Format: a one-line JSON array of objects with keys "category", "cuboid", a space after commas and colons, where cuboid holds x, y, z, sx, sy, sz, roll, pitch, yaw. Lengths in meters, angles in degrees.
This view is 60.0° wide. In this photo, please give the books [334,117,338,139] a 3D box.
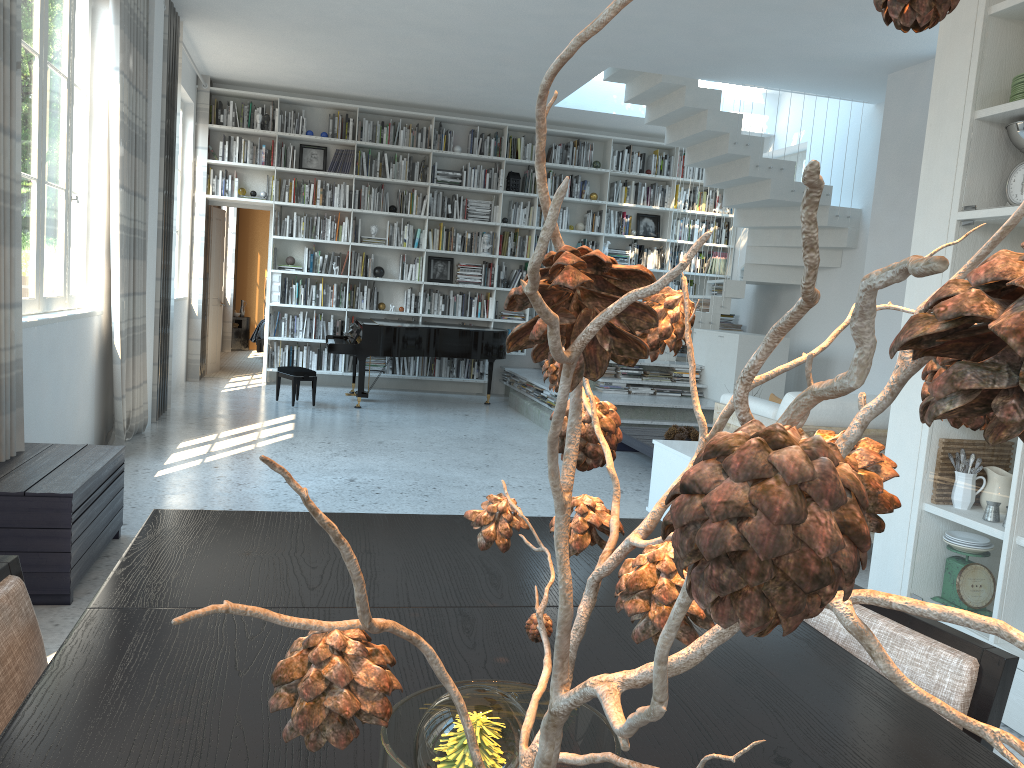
[{"category": "books", "cuboid": [-1.958, -2.824, 9.849, 0.028, 0.249, 0.155, 3, 6, -13]}]

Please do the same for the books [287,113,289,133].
[{"category": "books", "cuboid": [-2.458, -2.840, 9.736, 0.013, 0.225, 0.176, 3, 6, -13]}]

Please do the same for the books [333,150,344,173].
[{"category": "books", "cuboid": [-1.942, -2.472, 9.919, 0.110, 0.280, 0.174, 3, 6, -13]}]

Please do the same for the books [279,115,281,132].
[{"category": "books", "cuboid": [-2.542, -2.834, 9.723, 0.017, 0.204, 0.142, 3, 6, -13]}]

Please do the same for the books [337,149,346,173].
[{"category": "books", "cuboid": [-1.909, -2.471, 9.906, 0.097, 0.283, 0.174, 3, 6, -13]}]

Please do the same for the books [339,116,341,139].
[{"category": "books", "cuboid": [-1.913, -2.829, 9.858, 0.010, 0.264, 0.156, 3, 7, -13]}]

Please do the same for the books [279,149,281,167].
[{"category": "books", "cuboid": [-2.556, -2.469, 9.768, 0.015, 0.207, 0.172, 3, 6, -13]}]

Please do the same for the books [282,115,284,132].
[{"category": "books", "cuboid": [-2.512, -2.836, 9.735, 0.032, 0.210, 0.158, 3, 6, -13]}]

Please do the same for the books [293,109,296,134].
[{"category": "books", "cuboid": [-2.388, -2.861, 9.733, 0.015, 0.280, 0.190, 3, 6, -13]}]

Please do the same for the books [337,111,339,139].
[{"category": "books", "cuboid": [-1.941, -2.861, 9.875, 0.014, 0.321, 0.136, 3, 7, -13]}]

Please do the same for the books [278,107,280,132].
[{"category": "books", "cuboid": [-2.552, -2.876, 9.724, 0.007, 0.285, 0.159, 3, 7, -13]}]

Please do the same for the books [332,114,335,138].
[{"category": "books", "cuboid": [-1.983, -2.841, 9.842, 0.024, 0.280, 0.187, 3, 6, -13]}]

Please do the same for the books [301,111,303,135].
[{"category": "books", "cuboid": [-2.312, -2.871, 9.778, 0.007, 0.302, 0.145, 3, 7, -13]}]

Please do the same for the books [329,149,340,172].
[{"category": "books", "cuboid": [-1.987, -2.474, 9.909, 0.110, 0.280, 0.174, 3, 6, -13]}]

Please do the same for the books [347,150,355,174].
[{"category": "books", "cuboid": [-1.811, -2.469, 9.935, 0.078, 0.286, 0.174, 3, 6, -13]}]

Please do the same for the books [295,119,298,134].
[{"category": "books", "cuboid": [-2.376, -2.814, 9.761, 0.026, 0.183, 0.161, 3, 6, -13]}]

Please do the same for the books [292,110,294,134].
[{"category": "books", "cuboid": [-2.403, -2.860, 9.745, 0.007, 0.272, 0.154, 3, 7, -13]}]

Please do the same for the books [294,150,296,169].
[{"category": "books", "cuboid": [-2.398, -2.464, 9.786, 0.012, 0.214, 0.185, 3, 6, -13]}]

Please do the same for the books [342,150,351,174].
[{"category": "books", "cuboid": [-1.860, -2.474, 9.942, 0.078, 0.286, 0.174, 3, 6, -13]}]

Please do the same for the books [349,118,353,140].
[{"category": "books", "cuboid": [-1.800, -2.818, 9.890, 0.031, 0.255, 0.178, 3, 6, -13]}]

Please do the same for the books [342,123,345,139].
[{"category": "books", "cuboid": [-1.876, -2.791, 9.877, 0.027, 0.190, 0.177, 3, 6, -13]}]

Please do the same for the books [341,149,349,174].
[{"category": "books", "cuboid": [-1.881, -2.474, 9.933, 0.078, 0.286, 0.174, 3, 6, -13]}]

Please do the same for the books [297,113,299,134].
[{"category": "books", "cuboid": [-2.356, -2.849, 9.767, 0.013, 0.253, 0.129, 3, 7, -13]}]

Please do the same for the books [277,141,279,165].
[{"category": "books", "cuboid": [-2.574, -2.513, 9.744, 0.005, 0.293, 0.183, 3, 6, -13]}]

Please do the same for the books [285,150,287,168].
[{"category": "books", "cuboid": [-2.496, -2.473, 9.800, 0.012, 0.215, 0.132, 3, 6, -13]}]

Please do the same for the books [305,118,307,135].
[{"category": "books", "cuboid": [-2.280, -2.824, 9.796, 0.013, 0.210, 0.136, 3, 6, -13]}]

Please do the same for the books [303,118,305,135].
[{"category": "books", "cuboid": [-2.291, -2.820, 9.784, 0.014, 0.202, 0.170, 3, 6, -13]}]

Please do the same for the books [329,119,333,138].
[{"category": "books", "cuboid": [-2.012, -2.812, 9.844, 0.028, 0.218, 0.153, 3, 6, -13]}]

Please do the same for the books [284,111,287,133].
[{"category": "books", "cuboid": [-2.487, -2.853, 9.730, 0.012, 0.249, 0.179, 3, 6, -13]}]

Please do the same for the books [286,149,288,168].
[{"category": "books", "cuboid": [-2.474, -2.470, 9.769, 0.018, 0.219, 0.186, 3, 6, -13]}]

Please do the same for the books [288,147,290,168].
[{"category": "books", "cuboid": [-2.464, -2.483, 9.780, 0.019, 0.244, 0.153, 3, 6, -13]}]

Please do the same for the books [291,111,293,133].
[{"category": "books", "cuboid": [-2.415, -2.855, 9.745, 0.016, 0.261, 0.154, 3, 7, -13]}]

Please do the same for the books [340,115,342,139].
[{"category": "books", "cuboid": [-1.902, -2.834, 9.860, 0.011, 0.275, 0.183, 3, 6, -13]}]

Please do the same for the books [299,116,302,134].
[{"category": "books", "cuboid": [-2.325, -2.826, 9.760, 0.021, 0.214, 0.173, 3, 6, -13]}]

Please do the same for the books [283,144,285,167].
[{"category": "books", "cuboid": [-2.512, -2.494, 9.765, 0.009, 0.260, 0.183, 3, 6, -13]}]

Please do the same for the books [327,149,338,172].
[{"category": "books", "cuboid": [-2.007, -2.475, 9.895, 0.110, 0.280, 0.174, 3, 6, -13]}]

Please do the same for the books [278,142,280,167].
[{"category": "books", "cuboid": [-2.562, -2.510, 9.757, 0.006, 0.287, 0.148, 3, 7, -13]}]

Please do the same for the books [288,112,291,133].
[{"category": "books", "cuboid": [-2.444, -2.848, 9.743, 0.016, 0.243, 0.156, 3, 6, -13]}]

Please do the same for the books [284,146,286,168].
[{"category": "books", "cuboid": [-2.494, -2.484, 9.757, 0.004, 0.246, 0.188, 3, 6, -13]}]

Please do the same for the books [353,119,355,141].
[{"category": "books", "cuboid": [-1.768, -2.817, 9.913, 0.039, 0.252, 0.146, 3, 7, -13]}]

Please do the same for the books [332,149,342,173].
[{"category": "books", "cuboid": [-1.961, -2.471, 9.896, 0.110, 0.280, 0.174, 3, 6, -13]}]

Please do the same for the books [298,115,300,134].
[{"category": "books", "cuboid": [-2.343, -2.830, 9.762, 0.013, 0.220, 0.181, 3, 6, -13]}]

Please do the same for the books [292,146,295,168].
[{"category": "books", "cuboid": [-2.410, -2.485, 9.789, 0.012, 0.255, 0.166, 3, 6, -13]}]

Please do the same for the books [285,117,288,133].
[{"category": "books", "cuboid": [-2.478, -2.827, 9.750, 0.017, 0.194, 0.129, 3, 6, -13]}]

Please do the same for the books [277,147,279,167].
[{"category": "books", "cuboid": [-2.577, -2.486, 9.781, 0.006, 0.233, 0.135, 3, 7, -13]}]

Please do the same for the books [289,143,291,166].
[{"category": "books", "cuboid": [-2.451, -2.501, 9.779, 0.005, 0.281, 0.190, 3, 6, -13]}]

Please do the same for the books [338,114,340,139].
[{"category": "books", "cuboid": [-1.926, -2.840, 9.866, 0.013, 0.284, 0.166, 3, 7, -13]}]

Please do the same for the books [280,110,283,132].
[{"category": "books", "cuboid": [-2.529, -2.861, 9.728, 0.007, 0.259, 0.156, 3, 6, -13]}]

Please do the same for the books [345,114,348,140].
[{"category": "books", "cuboid": [-1.845, -2.841, 9.866, 0.025, 0.297, 0.163, 3, 7, -13]}]

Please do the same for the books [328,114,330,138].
[{"category": "books", "cuboid": [-2.032, -2.844, 9.848, 0.013, 0.278, 0.150, 3, 7, -13]}]

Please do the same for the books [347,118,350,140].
[{"category": "books", "cuboid": [-1.828, -2.824, 9.896, 0.022, 0.261, 0.152, 3, 7, -13]}]

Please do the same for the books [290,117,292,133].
[{"category": "books", "cuboid": [-2.434, -2.823, 9.758, 0.014, 0.192, 0.146, 3, 6, -13]}]

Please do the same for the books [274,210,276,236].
[{"category": "books", "cuboid": [-2.633, -1.782, 9.850, 0.012, 0.285, 0.159, 3, 7, -13]}]

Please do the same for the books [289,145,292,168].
[{"category": "books", "cuboid": [-2.436, -2.488, 9.775, 0.023, 0.258, 0.183, 3, 6, -13]}]

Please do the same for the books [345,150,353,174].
[{"category": "books", "cuboid": [-1.836, -2.472, 9.943, 0.078, 0.286, 0.174, 3, 6, -13]}]

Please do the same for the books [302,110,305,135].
[{"category": "books", "cuboid": [-2.305, -2.868, 9.792, 0.015, 0.293, 0.130, 3, 7, -13]}]

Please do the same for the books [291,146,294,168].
[{"category": "books", "cuboid": [-2.422, -2.484, 9.788, 0.011, 0.250, 0.168, 3, 6, -13]}]

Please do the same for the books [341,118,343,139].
[{"category": "books", "cuboid": [-1.898, -2.826, 9.892, 0.013, 0.255, 0.129, 3, 7, -13]}]
